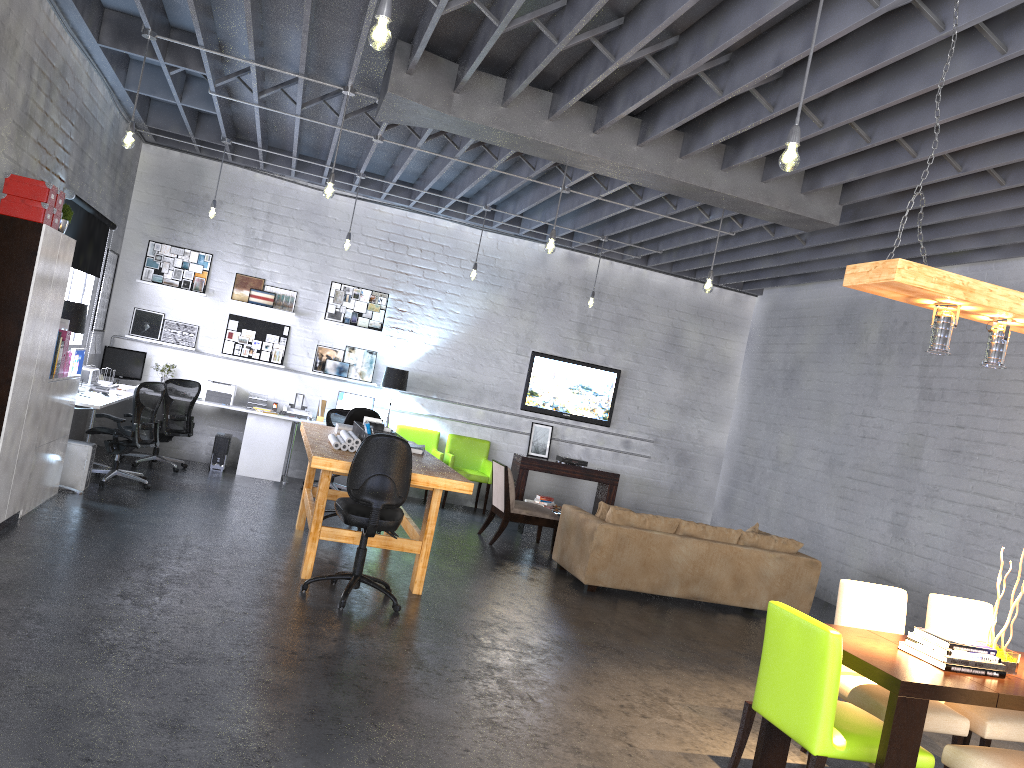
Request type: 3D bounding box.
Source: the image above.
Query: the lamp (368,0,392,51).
[{"bbox_3d":[-0.441,-1.739,3.470,0.104,0.878,0.104,11,0,3],"label":"lamp"}]

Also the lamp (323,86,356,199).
[{"bbox_3d":[-1.359,-1.881,6.942,0.104,0.878,0.104,11,0,-15],"label":"lamp"}]

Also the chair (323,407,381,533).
[{"bbox_3d":[-1.480,0.824,8.597,0.659,1.165,0.686,11,0,-17],"label":"chair"}]

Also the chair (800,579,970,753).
[{"bbox_3d":[1.954,1.574,4.586,0.491,0.959,0.615,11,0,-15],"label":"chair"}]

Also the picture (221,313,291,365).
[{"bbox_3d":[-3.183,-0.552,11.035,0.750,0.503,0.058,12,0,-15],"label":"picture"}]

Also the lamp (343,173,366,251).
[{"bbox_3d":[-1.780,-1.929,9.962,0.104,0.878,0.104,11,0,-15],"label":"lamp"}]

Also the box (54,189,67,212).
[{"bbox_3d":[-3.096,-1.232,5.806,0.268,0.133,0.206,12,0,-15],"label":"box"}]

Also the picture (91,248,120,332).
[{"bbox_3d":[-4.646,-1.059,10.138,0.020,0.935,0.658,11,0,-15],"label":"picture"}]

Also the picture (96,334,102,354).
[{"bbox_3d":[-4.806,-0.463,10.318,0.036,0.221,0.289,11,0,-15],"label":"picture"}]

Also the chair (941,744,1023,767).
[{"bbox_3d":[2.202,1.612,3.650,0.491,0.959,0.615,11,0,-15],"label":"chair"}]

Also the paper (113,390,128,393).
[{"bbox_3d":[-4.178,0.081,9.462,0.159,0.001,0.115,12,-1,-32],"label":"paper"}]

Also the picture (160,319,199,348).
[{"bbox_3d":[-4.051,-0.615,10.808,0.410,0.277,0.036,12,0,-15],"label":"picture"}]

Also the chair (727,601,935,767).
[{"bbox_3d":[1.424,1.496,3.947,0.609,0.909,0.636,11,0,-15],"label":"chair"}]

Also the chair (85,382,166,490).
[{"bbox_3d":[-3.734,0.435,8.493,0.753,1.031,0.731,11,0,-11],"label":"chair"}]

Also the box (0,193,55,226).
[{"bbox_3d":[-3.068,-1.095,5.606,0.270,0.131,0.206,12,0,-15],"label":"box"}]

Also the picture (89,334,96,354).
[{"bbox_3d":[-4.717,-0.450,9.982,0.036,0.221,0.289,11,0,-15],"label":"picture"}]

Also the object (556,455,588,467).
[{"bbox_3d":[0.808,1.046,11.993,0.371,0.082,0.266,12,-1,-15],"label":"object"}]

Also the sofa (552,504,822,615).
[{"bbox_3d":[1.655,1.732,8.626,2.332,0.628,1.103,12,0,-15],"label":"sofa"}]

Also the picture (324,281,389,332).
[{"bbox_3d":[-1.981,-0.987,11.328,0.750,0.503,0.058,12,0,-15],"label":"picture"}]

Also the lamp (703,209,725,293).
[{"bbox_3d":[1.804,-1.231,7.815,0.104,0.878,0.104,12,0,29],"label":"lamp"}]

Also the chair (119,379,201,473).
[{"bbox_3d":[-3.940,0.411,9.945,0.752,1.031,0.732,11,0,9],"label":"chair"}]

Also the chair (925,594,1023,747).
[{"bbox_3d":[2.510,1.688,4.740,0.491,0.959,0.615,11,0,-15],"label":"chair"}]

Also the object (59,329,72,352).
[{"bbox_3d":[-3.721,-0.365,7.194,0.214,0.177,0.161,12,0,-15],"label":"object"}]

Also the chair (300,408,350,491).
[{"bbox_3d":[-2.118,0.788,10.607,0.751,1.031,0.733,11,0,44],"label":"chair"}]

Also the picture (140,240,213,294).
[{"bbox_3d":[-4.062,-1.415,10.753,0.750,0.503,0.058,12,0,-15],"label":"picture"}]

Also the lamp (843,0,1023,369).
[{"bbox_3d":[2.721,-0.921,4.213,2.131,1.841,0.366,12,0,-15],"label":"lamp"}]

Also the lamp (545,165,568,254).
[{"bbox_3d":[0.396,-1.520,7.426,0.104,0.878,0.104,11,0,-15],"label":"lamp"}]

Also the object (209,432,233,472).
[{"bbox_3d":[-3.527,0.821,10.742,0.180,0.411,0.475,11,0,-15],"label":"object"}]

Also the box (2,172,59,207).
[{"bbox_3d":[-3.042,-1.222,5.605,0.270,0.131,0.206,12,0,-15],"label":"box"}]

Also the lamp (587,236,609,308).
[{"bbox_3d":[1.032,-1.351,10.738,0.104,0.878,0.104,12,0,29],"label":"lamp"}]

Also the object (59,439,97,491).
[{"bbox_3d":[-3.967,0.696,7.812,0.478,0.411,0.200,12,0,-15],"label":"object"}]

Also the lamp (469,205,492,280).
[{"bbox_3d":[-0.376,-1.640,10.350,0.104,0.878,0.104,11,0,-15],"label":"lamp"}]

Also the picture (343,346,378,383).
[{"bbox_3d":[-1.964,-0.253,11.380,0.410,0.408,0.047,11,0,-15],"label":"picture"}]

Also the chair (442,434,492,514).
[{"bbox_3d":[-0.591,1.166,11.580,0.612,0.920,0.515,11,0,-15],"label":"chair"}]

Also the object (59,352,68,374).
[{"bbox_3d":[-3.756,-0.191,7.194,0.214,0.177,0.161,12,0,-15],"label":"object"}]

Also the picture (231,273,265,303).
[{"bbox_3d":[-3.270,-1.170,10.985,0.355,0.343,0.042,11,0,-15],"label":"picture"}]

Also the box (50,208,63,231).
[{"bbox_3d":[-3.121,-1.104,5.807,0.270,0.131,0.206,12,0,-15],"label":"box"}]

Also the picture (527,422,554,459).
[{"bbox_3d":[0.383,0.769,12.029,0.308,0.457,0.092,11,0,-15],"label":"picture"}]

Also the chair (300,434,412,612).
[{"bbox_3d":[-1.006,0.889,6.071,0.659,1.165,0.686,11,0,-17],"label":"chair"}]

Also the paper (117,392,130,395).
[{"bbox_3d":[-4.120,0.092,9.349,0.159,0.001,0.115,12,-1,-27],"label":"paper"}]

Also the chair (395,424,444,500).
[{"bbox_3d":[-1.249,1.030,11.399,0.612,0.920,0.515,11,0,-15],"label":"chair"}]

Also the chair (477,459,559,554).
[{"bbox_3d":[0.113,1.324,9.625,0.725,0.842,0.574,11,0,-15],"label":"chair"}]

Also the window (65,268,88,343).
[{"bbox_3d":[-4.332,-1.001,8.579,0.030,1.220,1.820,11,0,-15],"label":"window"}]

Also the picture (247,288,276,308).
[{"bbox_3d":[-3.111,-1.062,11.014,0.311,0.196,0.029,12,0,-15],"label":"picture"}]

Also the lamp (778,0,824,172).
[{"bbox_3d":[1.314,-1.378,3.954,0.104,0.878,0.104,11,0,3],"label":"lamp"}]

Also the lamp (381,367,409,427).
[{"bbox_3d":[-1.541,0.214,11.305,0.332,0.832,0.334,12,0,36],"label":"lamp"}]

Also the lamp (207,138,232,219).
[{"bbox_3d":[-3.166,-2.214,9.580,0.104,0.878,0.104,11,0,-15],"label":"lamp"}]

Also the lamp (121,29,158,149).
[{"bbox_3d":[-2.761,-2.170,6.555,0.104,0.878,0.104,11,0,-15],"label":"lamp"}]

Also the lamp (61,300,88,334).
[{"bbox_3d":[-3.905,-0.309,7.663,0.332,0.832,0.334,12,0,36],"label":"lamp"}]

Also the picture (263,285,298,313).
[{"bbox_3d":[-2.912,-1.062,11.083,0.410,0.277,0.036,12,0,-15],"label":"picture"}]

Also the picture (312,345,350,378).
[{"bbox_3d":[-2.287,-0.287,11.284,0.452,0.345,0.054,12,0,-15],"label":"picture"}]

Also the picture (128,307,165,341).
[{"bbox_3d":[-4.410,-0.722,10.710,0.355,0.343,0.042,11,0,-15],"label":"picture"}]
